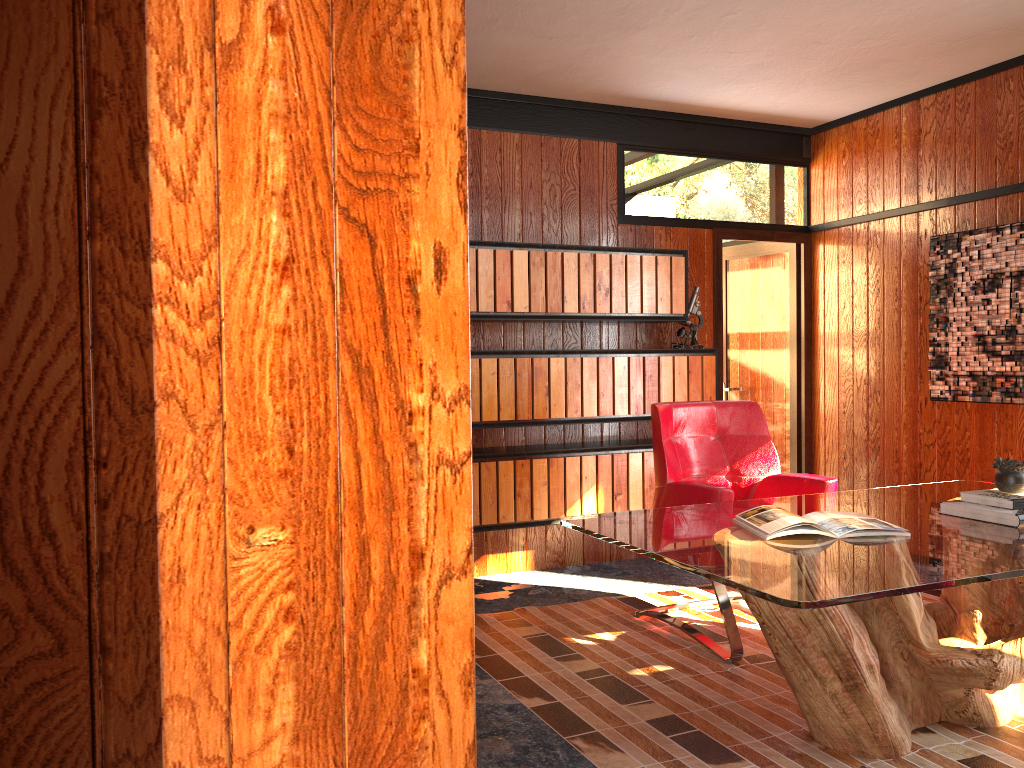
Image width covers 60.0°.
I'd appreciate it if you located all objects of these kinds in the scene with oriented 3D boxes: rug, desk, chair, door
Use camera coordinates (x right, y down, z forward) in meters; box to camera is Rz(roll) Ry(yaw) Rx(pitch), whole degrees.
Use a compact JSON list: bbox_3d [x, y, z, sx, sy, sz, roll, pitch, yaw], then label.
[{"bbox_3d":[1.222,1.037,3.305,2.439,0.042,2.410,-1,2,-23],"label":"rug"},{"bbox_3d":[1.241,0.742,2.765,1.900,0.632,1.150,-1,2,-23],"label":"desk"},{"bbox_3d":[0.928,0.562,3.764,0.621,0.956,0.839,-1,2,-24],"label":"chair"},{"bbox_3d":[1.411,0.030,5.794,0.751,1.955,0.734,-1,2,-23],"label":"door"}]

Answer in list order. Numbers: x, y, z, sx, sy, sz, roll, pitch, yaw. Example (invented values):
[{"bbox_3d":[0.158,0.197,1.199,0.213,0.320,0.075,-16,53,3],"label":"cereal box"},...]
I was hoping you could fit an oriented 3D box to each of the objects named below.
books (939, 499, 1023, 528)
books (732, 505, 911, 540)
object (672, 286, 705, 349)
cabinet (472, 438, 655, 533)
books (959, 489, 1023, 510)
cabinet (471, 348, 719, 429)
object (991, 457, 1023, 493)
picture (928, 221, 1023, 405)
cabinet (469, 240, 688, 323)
[{"bbox_3d":[1.611,0.401,2.824,0.366,0.040,0.286,-1,2,-23],"label":"books"},{"bbox_3d":[0.915,0.409,2.662,0.422,0.049,0.300,-1,2,-4],"label":"books"},{"bbox_3d":[0.995,-0.375,4.997,0.181,0.354,0.142,0,2,13],"label":"object"},{"bbox_3d":[0.168,0.530,4.701,1.653,0.390,0.321,-1,2,-23],"label":"cabinet"},{"bbox_3d":[1.607,0.365,2.840,0.249,0.029,0.198,-1,2,-21],"label":"books"},{"bbox_3d":[0.343,0.011,4.766,1.653,0.390,0.321,-1,2,-23],"label":"cabinet"},{"bbox_3d":[1.610,0.294,2.855,0.121,0.114,0.118,-2,2,-30],"label":"object"},{"bbox_3d":[2.410,-0.338,4.299,0.061,0.873,0.916,-1,2,-23],"label":"picture"},{"bbox_3d":[0.154,-0.525,4.673,1.653,0.390,0.321,-1,2,-23],"label":"cabinet"}]
